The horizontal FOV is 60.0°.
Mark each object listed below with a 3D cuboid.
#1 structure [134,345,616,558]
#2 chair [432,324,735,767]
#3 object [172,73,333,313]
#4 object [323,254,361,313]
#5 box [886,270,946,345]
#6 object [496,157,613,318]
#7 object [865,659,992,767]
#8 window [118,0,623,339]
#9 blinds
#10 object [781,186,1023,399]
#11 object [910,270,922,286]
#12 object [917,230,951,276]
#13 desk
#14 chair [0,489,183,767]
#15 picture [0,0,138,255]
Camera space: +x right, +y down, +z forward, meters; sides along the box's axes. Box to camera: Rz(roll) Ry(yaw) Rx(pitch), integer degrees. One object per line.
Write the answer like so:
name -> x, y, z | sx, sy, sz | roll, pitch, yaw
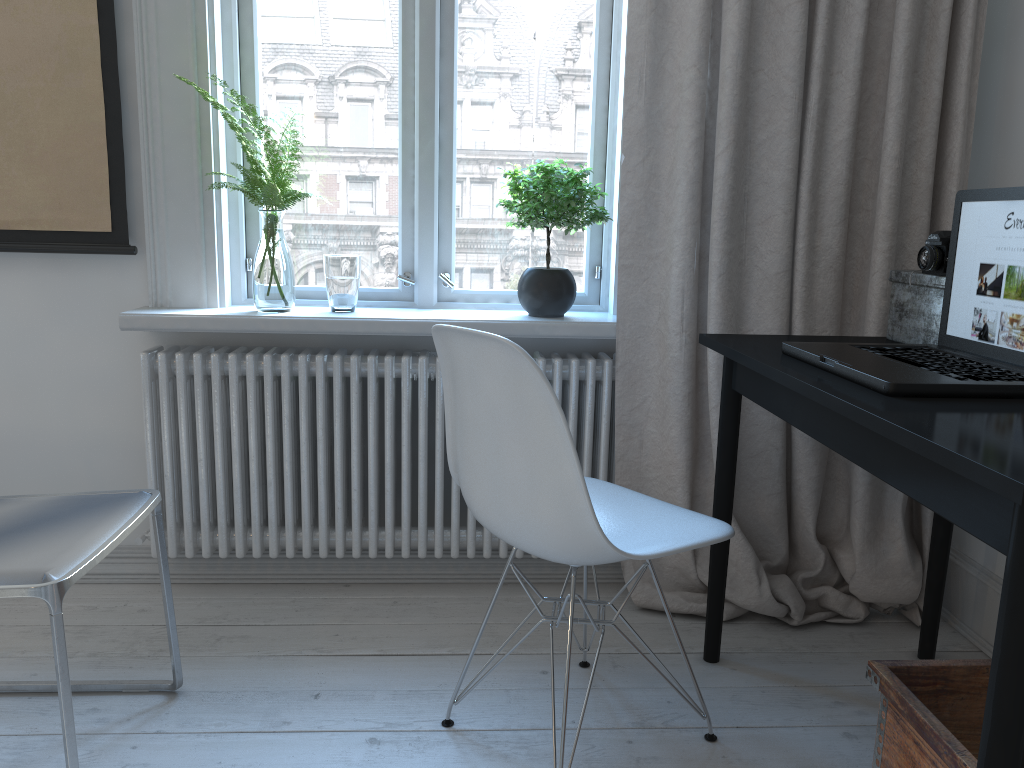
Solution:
structure -> -0.239, 0.180, 2.402 | 1.505, 0.549, 0.194 | 1, 11, -4
chair -> 0.120, 0.288, 1.680 | 0.553, 0.827, 0.473 | -7, 14, -38
object -> -0.617, -0.468, 2.240 | 0.304, 0.566, 0.413 | 8, 13, 30
object -> -0.439, -0.260, 2.299 | 0.097, 0.146, 0.097 | 2, 11, 2
box -> 0.928, -0.152, 1.844 | 0.193, 0.153, 0.316 | 1, 11, -4
object -> 0.099, -0.382, 2.309 | 0.271, 0.408, 0.309 | -9, 15, -43
object -> 0.787, 0.667, 1.213 | 0.339, 0.283, 0.662 | 1, 11, -4
window -> -11.304, -5.281, 13.963 | 25.643, 15.074, 26.453 | 1, 11, -4
blinds -> 0.686, -0.696, 2.042 | 0.831, 2.656, 0.224 | 1, 11, -4
object -> 0.694, -0.171, 1.473 | 0.325, 0.316, 0.444 | 1, 11, -4
object -> 0.905, -0.271, 1.854 | 0.167, 0.130, 0.056 | 0, 11, -5
object -> 0.844, -0.260, 1.756 | 0.073, 0.088, 0.137 | 1, 11, -4
desk -> 0.771, 0.369, 1.515 | 0.651, 0.761, 1.155 | 1, 11, -4
chair -> -0.922, 0.305, 1.517 | 0.524, 0.800, 0.560 | 1, 11, -4
picture -> -1.338, -0.981, 2.116 | 0.793, 1.318, 0.057 | 1, 11, -4
